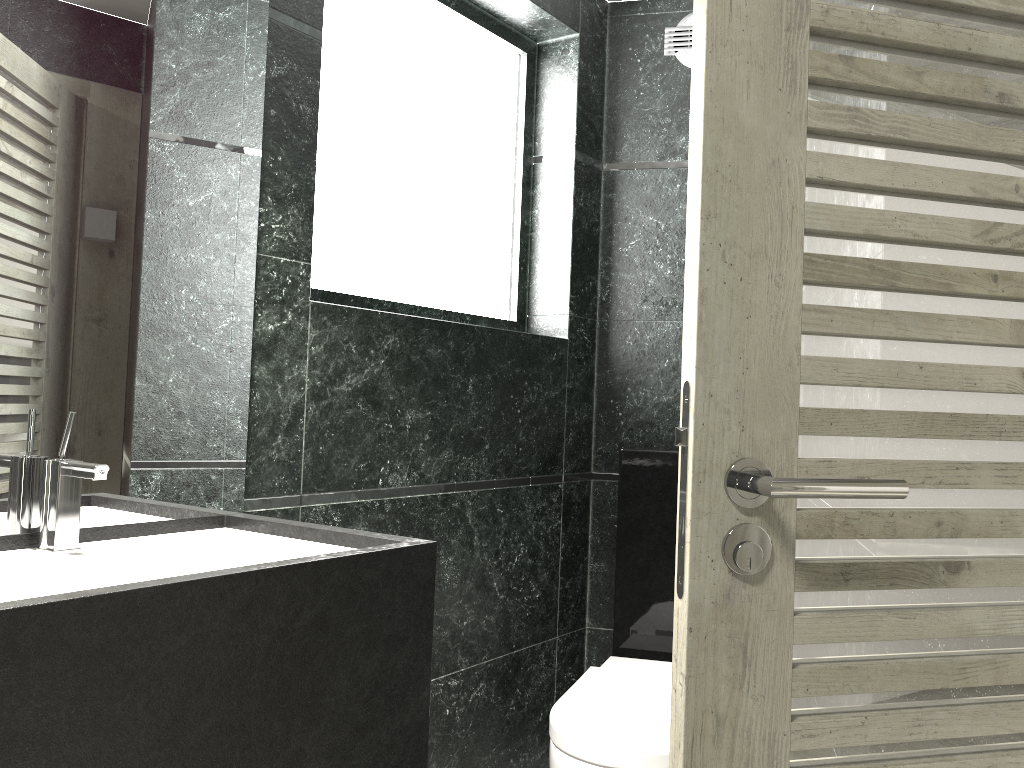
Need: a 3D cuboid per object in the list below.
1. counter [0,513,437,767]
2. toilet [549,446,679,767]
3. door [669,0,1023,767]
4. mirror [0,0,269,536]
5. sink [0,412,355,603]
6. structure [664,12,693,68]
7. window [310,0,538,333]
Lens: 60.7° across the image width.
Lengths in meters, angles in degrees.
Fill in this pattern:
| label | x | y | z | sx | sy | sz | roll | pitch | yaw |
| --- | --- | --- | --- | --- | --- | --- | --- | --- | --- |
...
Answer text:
| label | x | y | z | sx | sy | sz | roll | pitch | yaw |
| --- | --- | --- | --- | --- | --- | --- | --- | --- | --- |
| counter | -0.814 | 0.783 | 1.180 | 0.600 | 1.052 | 1.417 | 1 | -2 | 36 |
| toilet | 0.447 | 0.793 | 2.495 | 0.478 | 1.176 | 1.126 | 2 | -2 | 19 |
| door | 0.693 | 0.099 | 0.967 | 1.006 | 2.516 | 1.560 | 2 | -2 | 20 |
| mirror | -0.788 | -0.520 | 1.655 | 0.039 | 1.577 | 0.726 | 1 | -3 | 37 |
| sink | -0.632 | 0.255 | 1.431 | 0.506 | 0.408 | 0.772 | 1 | -2 | 36 |
| structure | 0.672 | -1.232 | 3.105 | 0.261 | 0.217 | 0.039 | 2 | -2 | 13 |
| window | -0.283 | -0.716 | 2.683 | 0.036 | 1.069 | 1.135 | 1 | -2 | 37 |
